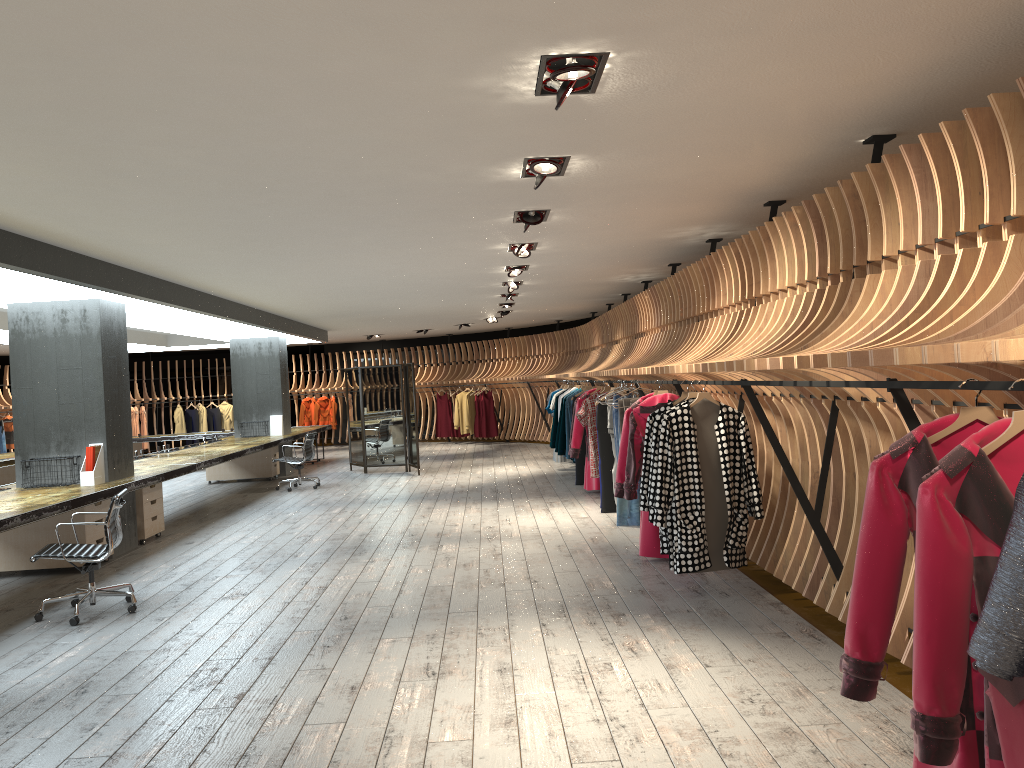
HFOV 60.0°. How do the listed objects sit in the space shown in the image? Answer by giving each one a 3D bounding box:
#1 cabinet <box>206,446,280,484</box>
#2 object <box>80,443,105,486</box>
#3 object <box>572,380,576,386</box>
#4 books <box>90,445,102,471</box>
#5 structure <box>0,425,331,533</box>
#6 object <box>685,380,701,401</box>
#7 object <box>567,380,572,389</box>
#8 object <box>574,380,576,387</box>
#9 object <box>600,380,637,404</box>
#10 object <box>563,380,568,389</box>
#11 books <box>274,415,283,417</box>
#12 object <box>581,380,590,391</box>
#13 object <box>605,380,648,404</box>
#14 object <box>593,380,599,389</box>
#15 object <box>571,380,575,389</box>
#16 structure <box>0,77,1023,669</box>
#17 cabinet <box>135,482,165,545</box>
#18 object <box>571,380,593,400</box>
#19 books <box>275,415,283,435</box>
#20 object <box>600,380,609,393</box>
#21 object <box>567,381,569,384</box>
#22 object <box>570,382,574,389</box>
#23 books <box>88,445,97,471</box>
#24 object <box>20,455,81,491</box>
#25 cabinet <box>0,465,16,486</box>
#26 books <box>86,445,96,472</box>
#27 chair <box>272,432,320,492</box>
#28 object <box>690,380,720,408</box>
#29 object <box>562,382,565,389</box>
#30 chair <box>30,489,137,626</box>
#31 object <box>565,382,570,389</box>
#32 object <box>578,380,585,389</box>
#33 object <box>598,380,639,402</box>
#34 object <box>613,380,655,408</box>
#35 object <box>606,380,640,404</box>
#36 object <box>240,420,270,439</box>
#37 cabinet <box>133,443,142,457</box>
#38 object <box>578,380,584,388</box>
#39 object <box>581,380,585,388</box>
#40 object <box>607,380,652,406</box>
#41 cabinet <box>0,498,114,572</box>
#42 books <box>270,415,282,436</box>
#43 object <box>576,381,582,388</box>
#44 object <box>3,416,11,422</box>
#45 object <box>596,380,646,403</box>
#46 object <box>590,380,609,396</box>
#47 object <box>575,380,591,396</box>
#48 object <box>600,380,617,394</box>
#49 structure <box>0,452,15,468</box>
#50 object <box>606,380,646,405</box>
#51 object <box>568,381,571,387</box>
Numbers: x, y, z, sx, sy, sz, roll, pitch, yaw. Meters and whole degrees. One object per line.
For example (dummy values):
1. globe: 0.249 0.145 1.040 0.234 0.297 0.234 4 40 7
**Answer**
1. cabinet: -4.742 1.390 15.626 1.131 0.630 0.593 -3 0 -2
2. object: -4.025 0.771 8.499 0.129 0.383 0.239 -3 0 -2
3. object: 1.032 0.072 14.525 0.525 0.270 0.012 -3 -1 -2
4. books: -3.989 0.776 8.507 0.048 0.368 0.215 -3 0 -2
5. structure: -6.052 1.391 9.975 4.836 0.844 18.473 -3 0 -2
6. object: 1.255 0.107 6.072 0.525 0.270 0.012 -3 -1 -2
7. object: 0.991 0.078 14.791 0.524 0.284 0.014 -3 -1 8
8. object: 1.035 0.067 14.024 0.525 0.270 0.012 -3 -1 3
9. object: 1.175 0.078 9.151 0.549 0.243 0.023 -3 -1 5
10. object: 0.962 0.076 15.376 0.523 0.289 0.015 -3 -1 8
11. books: -4.256 0.751 16.069 0.215 0.368 0.047 -3 -1 -2
12. object: 1.065 0.075 12.818 0.525 0.270 0.012 -3 -1 8
13. object: 1.195 0.086 8.924 0.548 0.256 0.023 -3 -1 24
14. object: 1.098 0.081 11.552 0.525 0.270 0.012 -3 -1 -2
15. object: 1.022 0.074 14.398 0.525 0.270 0.012 -3 -1 3
16. structure: -5.327 0.506 5.936 14.882 2.440 36.550 -3 0 -2
17. cabinet: -4.441 1.408 9.577 1.131 0.630 0.593 -3 0 -2
18. object: 1.076 0.080 12.339 0.525 0.270 0.012 -3 -1 3
19. books: -4.255 0.752 16.027 0.215 0.368 0.075 -3 -1 -2
20. object: 1.125 0.084 10.659 0.525 0.270 0.012 -3 -1 -2
21. object: 0.996 0.067 15.511 0.525 0.270 0.012 -3 -1 23
22. object: 1.017 0.073 14.607 0.525 0.270 0.012 -3 -1 -2
23. books: -4.010 0.777 8.506 0.048 0.368 0.215 -3 0 -2
24. object: -4.375 0.843 8.431 0.459 0.290 0.329 -3 0 -4
25. cabinet: -8.128 1.588 14.839 1.131 0.630 0.593 -3 0 -2
26. books: -4.032 0.778 8.505 0.048 0.368 0.215 -3 0 -2
27. chair: -3.374 1.208 13.849 0.667 0.859 0.693 -3 0 -6
28. object: 1.279 0.107 5.892 0.525 0.270 0.012 -3 -1 -12
29. object: 0.965 0.064 15.990 0.525 0.270 0.012 -3 -1 13
30. chair: -3.109 1.236 6.431 0.668 0.859 0.693 -3 0 -26
31. object: 0.993 0.068 15.270 0.525 0.270 0.012 -3 -1 3
32. object: 1.051 0.074 13.253 0.525 0.270 0.012 -3 -1 -2
33. object: 1.159 0.075 9.513 0.549 0.243 0.023 -3 0 35
34. object: 1.223 0.088 8.409 0.547 0.262 0.023 -3 -1 0
35. object: 1.165 0.076 9.309 0.549 0.243 0.023 -3 0 -40
36. object: -4.593 0.813 15.831 0.459 0.290 0.329 -3 0 1
37. cabinet: -8.234 1.573 18.539 0.593 0.630 1.131 -3 0 -2
38. object: 1.049 0.074 13.457 0.525 0.270 0.012 -3 -1 3
39. object: 1.072 0.075 13.143 0.525 0.270 0.012 -3 -1 -2
40. object: 1.188 0.079 8.600 0.549 0.243 0.023 -3 -1 0
41. cabinet: -4.401 1.414 8.225 1.131 0.630 0.593 -3 0 -2
42. books: -4.254 0.752 15.999 0.215 0.368 0.073 -3 -1 -2
43. object: 1.043 0.068 13.790 0.525 0.270 0.012 -3 -1 -2
44. object: -11.493 0.741 19.824 0.549 0.243 0.023 -3 -1 -25
45. object: 1.163 0.079 9.417 0.549 0.250 0.023 -3 -1 0
46. object: 1.127 0.081 11.308 0.525 0.270 0.012 -3 -1 8
47. object: 1.081 0.078 12.520 0.525 0.270 0.012 -3 -1 23
48. object: 1.125 0.093 10.446 0.524 0.286 0.015 -3 -1 -17
49. structure: -7.891 1.495 10.133 1.162 0.844 10.450 -3 0 -2
50. object: 1.171 0.080 9.043 0.549 0.243 0.023 -3 -1 -30
51. object: 1.012 0.076 15.079 0.524 0.285 0.013 -3 -1 -7
